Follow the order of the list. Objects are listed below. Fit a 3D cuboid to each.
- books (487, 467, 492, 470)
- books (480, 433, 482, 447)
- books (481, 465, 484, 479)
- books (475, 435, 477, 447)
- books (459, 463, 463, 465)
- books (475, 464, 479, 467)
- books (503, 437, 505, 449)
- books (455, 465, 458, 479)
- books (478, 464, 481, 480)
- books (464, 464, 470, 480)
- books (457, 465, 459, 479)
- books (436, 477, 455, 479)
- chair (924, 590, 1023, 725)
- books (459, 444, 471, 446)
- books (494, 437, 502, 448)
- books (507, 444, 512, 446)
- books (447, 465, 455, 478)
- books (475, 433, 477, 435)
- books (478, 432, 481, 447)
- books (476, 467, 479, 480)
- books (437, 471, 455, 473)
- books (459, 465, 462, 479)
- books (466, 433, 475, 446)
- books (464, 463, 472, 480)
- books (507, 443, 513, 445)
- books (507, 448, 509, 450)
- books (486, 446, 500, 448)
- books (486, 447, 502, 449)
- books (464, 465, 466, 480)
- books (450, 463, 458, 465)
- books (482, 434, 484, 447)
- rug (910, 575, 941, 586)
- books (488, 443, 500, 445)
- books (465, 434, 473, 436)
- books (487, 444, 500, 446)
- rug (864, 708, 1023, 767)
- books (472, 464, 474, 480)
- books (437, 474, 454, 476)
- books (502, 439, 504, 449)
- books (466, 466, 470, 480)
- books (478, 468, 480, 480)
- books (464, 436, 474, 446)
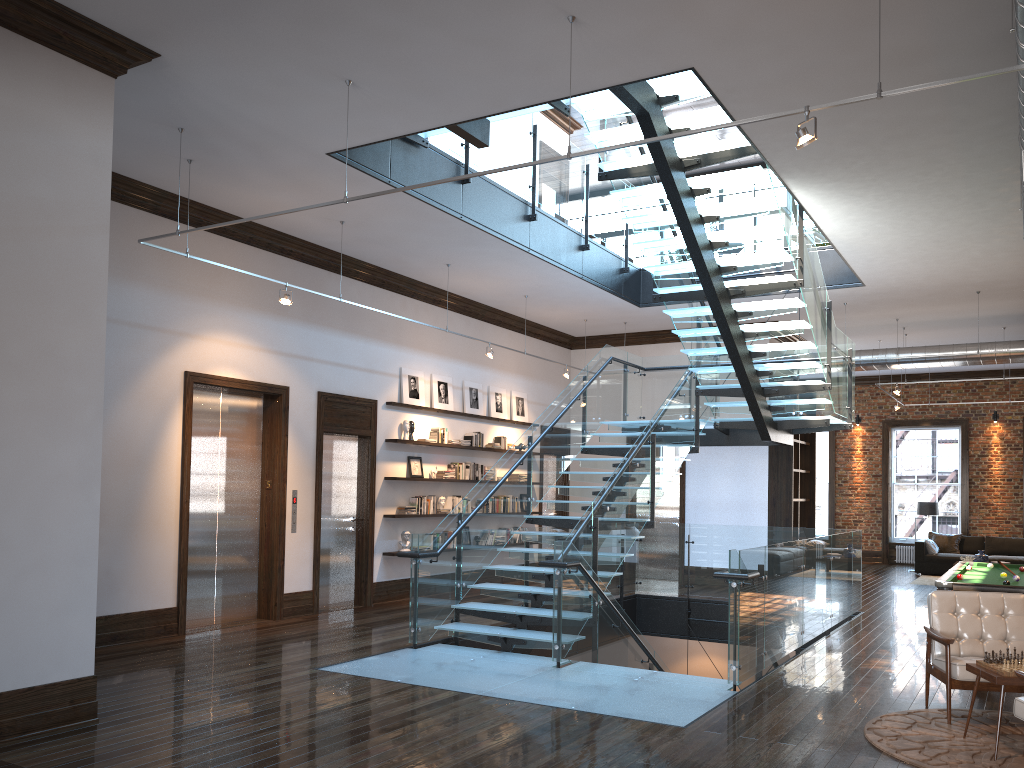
[{"bbox_3d":[-0.328,1.418,14.018,0.142,0.223,0.012,-1,-3,31],"label":"books"},{"bbox_3d":[-0.539,0.865,13.653,0.167,0.218,0.022,-1,-3,31],"label":"books"},{"bbox_3d":[-0.514,1.369,13.700,0.169,0.237,0.021,-1,-3,31],"label":"books"},{"bbox_3d":[-0.612,0.866,13.516,0.166,0.179,0.028,-1,-3,31],"label":"books"},{"bbox_3d":[-0.800,1.301,13.231,0.146,0.247,0.006,-1,-3,31],"label":"books"},{"bbox_3d":[-0.571,1.353,13.634,0.115,0.251,0.022,-1,-3,31],"label":"books"},{"bbox_3d":[-0.185,0.951,14.268,0.161,0.207,0.012,-1,-3,31],"label":"books"},{"bbox_3d":[-0.869,1.302,13.099,0.153,0.211,0.005,-1,-3,31],"label":"books"},{"bbox_3d":[-0.542,1.356,13.676,0.143,0.256,0.049,-1,-3,31],"label":"books"},{"bbox_3d":[-0.703,1.330,13.396,0.151,0.235,0.026,-1,-3,31],"label":"books"},{"bbox_3d":[-0.853,1.305,13.111,0.157,0.208,0.005,-1,-3,31],"label":"books"},{"bbox_3d":[-0.968,1.372,12.945,0.141,0.010,0.289,-4,-8,35],"label":"books"},{"bbox_3d":[3.345,1.911,6.177,0.768,0.862,0.745,0,-4,11],"label":"chair"},{"bbox_3d":[-0.759,0.914,13.318,0.141,0.010,0.287,-3,-8,31],"label":"books"},{"bbox_3d":[-0.225,0.947,14.210,0.135,0.199,0.011,-1,-3,31],"label":"books"},{"bbox_3d":[-0.074,1.001,14.471,0.143,0.027,0.220,-4,-8,35],"label":"books"},{"bbox_3d":[-0.895,1.299,13.089,0.142,0.212,0.005,-1,-3,31],"label":"books"},{"bbox_3d":[-0.605,0.857,13.567,0.154,0.210,0.024,-1,-3,31],"label":"books"},{"bbox_3d":[-0.553,0.860,13.643,0.162,0.225,0.011,-1,-3,31],"label":"books"},{"bbox_3d":[-0.584,1.369,13.590,0.136,0.208,0.067,-1,-3,31],"label":"books"},{"bbox_3d":[-0.972,1.287,12.951,0.141,0.010,0.288,-3,-8,32],"label":"books"},{"bbox_3d":[-0.809,1.311,13.180,0.167,0.214,0.013,-1,-3,31],"label":"books"},{"bbox_3d":[-0.632,0.850,13.499,0.156,0.207,0.022,-1,-3,31],"label":"books"},{"bbox_3d":[-0.675,1.322,13.441,0.158,0.261,0.026,-1,-3,31],"label":"books"},{"bbox_3d":[-0.080,0.978,14.454,0.135,0.014,0.216,-3,-8,30],"label":"books"},{"bbox_3d":[-0.068,1.068,14.477,0.143,0.028,0.236,-3,-8,30],"label":"books"},{"bbox_3d":[-0.309,1.005,14.107,0.115,0.011,0.241,-3,-8,30],"label":"books"},{"bbox_3d":[-0.287,1.015,14.099,0.163,0.011,0.231,-3,-8,30],"label":"books"},{"bbox_3d":[-0.756,1.322,13.301,0.137,0.226,0.022,-1,-3,31],"label":"books"},{"bbox_3d":[-0.862,1.296,13.149,0.132,0.235,0.009,-1,-3,31],"label":"books"},{"bbox_3d":[-0.513,0.875,13.715,0.163,0.213,0.023,-1,-3,31],"label":"books"},{"bbox_3d":[8.516,3.655,16.276,2.023,0.003,2.125,-3,-8,30],"label":"rug"},{"bbox_3d":[-0.287,0.955,14.122,0.117,0.021,0.193,-2,-8,25],"label":"books"},{"bbox_3d":[-0.661,0.858,13.479,0.126,0.184,0.042,-1,-3,31],"label":"books"},{"bbox_3d":[-0.293,0.970,14.107,0.118,0.012,0.206,-4,-8,35],"label":"books"},{"bbox_3d":[3.220,2.241,5.449,1.972,0.015,1.980,-3,-8,32],"label":"rug"},{"bbox_3d":[-0.649,1.340,13.472,0.163,0.234,0.025,-1,-3,31],"label":"books"},{"bbox_3d":[-0.971,1.329,12.948,0.142,0.011,0.257,-3,-8,28],"label":"books"},{"bbox_3d":[-0.206,0.967,14.227,0.162,0.164,0.013,-2,-3,31],"label":"books"},{"bbox_3d":[-0.718,1.335,13.328,0.184,0.208,0.064,-1,-3,31],"label":"books"},{"bbox_3d":[-0.555,1.385,13.650,0.130,0.191,0.024,-1,-3,31],"label":"books"},{"bbox_3d":[-0.659,0.867,13.449,0.167,0.160,0.038,-2,-3,31],"label":"books"}]
